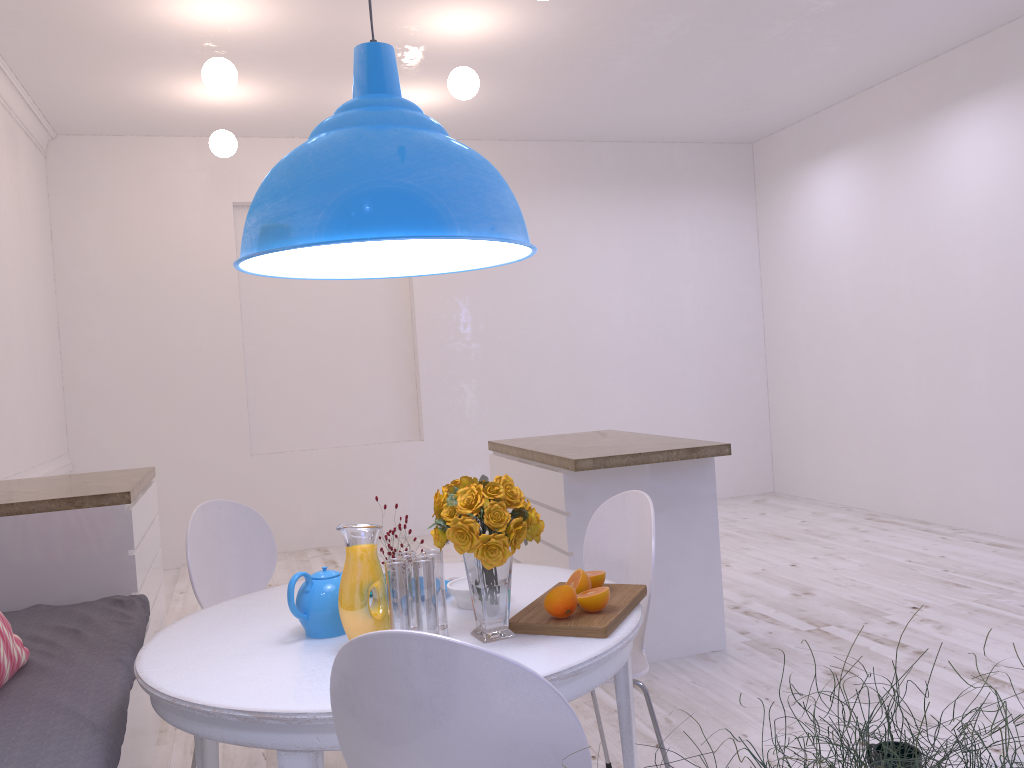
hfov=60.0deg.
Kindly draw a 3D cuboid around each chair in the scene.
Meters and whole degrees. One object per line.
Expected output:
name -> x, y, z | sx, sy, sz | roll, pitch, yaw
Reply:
chair -> 0.002, 0.748, 1.432 | 0.604, 0.845, 0.483 | -3, 1, 28
chair -> 0.143, 0.723, 2.306 | 0.483, 0.845, 0.604 | -4, 1, -17
chair -> -0.694, 0.772, 2.710 | 0.483, 0.845, 0.604 | -4, 1, 18

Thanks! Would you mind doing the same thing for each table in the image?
table -> 0.558, 0.834, 0.784 | 1.514, 0.619, 0.736 | -4, 1, -17
table -> -0.247, 0.860, 2.084 | 1.140, 0.629, 1.140 | -4, 1, 11

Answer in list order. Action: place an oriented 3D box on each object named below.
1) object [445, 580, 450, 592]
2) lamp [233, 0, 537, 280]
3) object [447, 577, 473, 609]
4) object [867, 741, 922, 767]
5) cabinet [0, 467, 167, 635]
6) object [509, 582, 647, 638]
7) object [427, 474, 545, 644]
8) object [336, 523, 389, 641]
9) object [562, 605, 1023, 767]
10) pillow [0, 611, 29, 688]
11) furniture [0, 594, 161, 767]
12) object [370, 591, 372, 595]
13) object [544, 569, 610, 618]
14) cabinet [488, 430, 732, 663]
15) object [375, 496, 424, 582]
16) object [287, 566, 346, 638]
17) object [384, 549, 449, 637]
object -> -0.247, 0.529, 2.255 | 0.196, 0.023, 0.196 | -4, 1, -30
lamp -> -0.301, -1.203, 1.674 | 0.568, 1.948, 0.568 | -4, 1, 17
object -> -0.083, 0.506, 2.149 | 0.147, 0.052, 0.147 | -3, 1, 25
object -> 0.473, 0.485, 1.090 | 0.055, 0.077, 0.070 | -4, 1, 8
cabinet -> -1.814, 0.832, 3.606 | 0.654, 0.842, 1.036 | -4, 1, -17
object -> 0.155, 0.507, 2.011 | 0.224, 0.024, 0.347 | -3, 1, 23
object -> -0.058, 0.360, 1.893 | 0.235, 0.351, 0.234 | -3, 1, 38
object -> -0.310, 0.420, 1.850 | 0.094, 0.267, 0.116 | -4, 1, 9
object -> 0.299, 0.377, 0.676 | 0.668, 0.367, 0.531 | -4, 1, 7
pillow -> -1.471, 0.573, 2.083 | 0.491, 0.424, 0.587 | -4, 1, -15
furniture -> -1.107, 0.990, 1.512 | 0.769, 0.508, 3.296 | -4, 1, -17
object -> -0.386, 0.544, 2.345 | 0.147, 0.011, 0.147 | -4, 1, -15
object -> 0.168, 0.457, 1.989 | 0.129, 0.075, 0.285 | -4, 1, 19
cabinet -> 0.395, 0.676, 3.916 | 0.654, 0.842, 1.167 | -4, 1, -17
object -> -0.276, 0.403, 2.063 | 0.128, 0.287, 0.128 | -4, 1, -16
object -> -0.421, 0.482, 1.989 | 0.156, 0.151, 0.150 | -4, 1, -14
object -> -0.199, 0.452, 1.858 | 0.101, 0.186, 0.122 | -4, 1, 13
